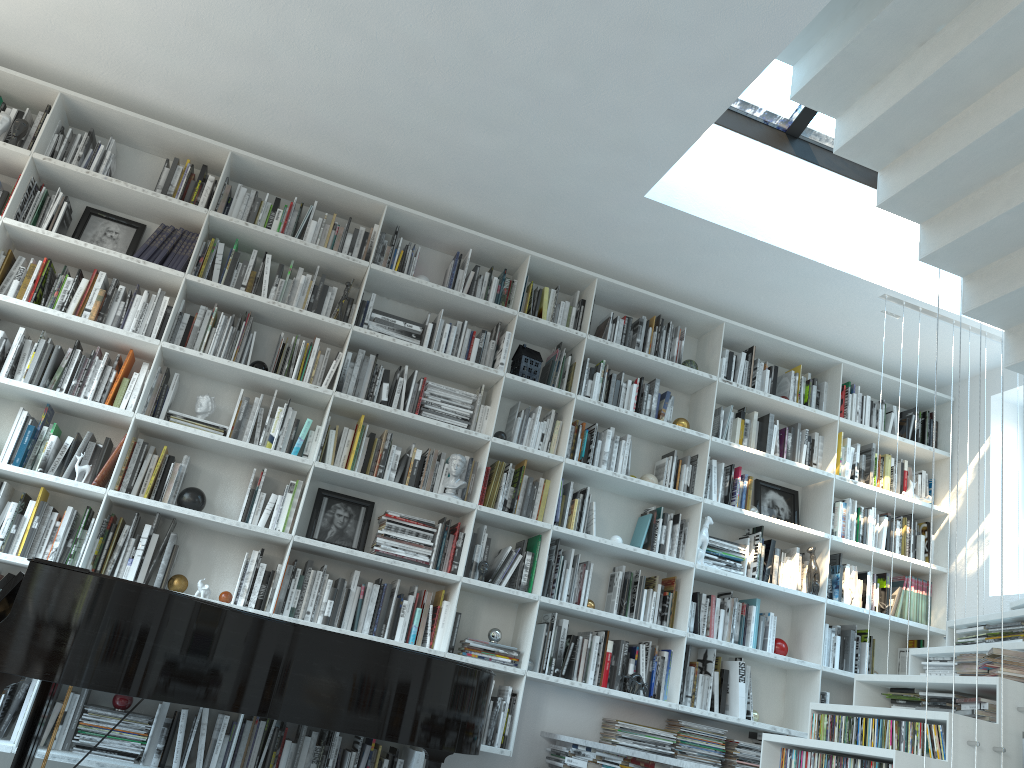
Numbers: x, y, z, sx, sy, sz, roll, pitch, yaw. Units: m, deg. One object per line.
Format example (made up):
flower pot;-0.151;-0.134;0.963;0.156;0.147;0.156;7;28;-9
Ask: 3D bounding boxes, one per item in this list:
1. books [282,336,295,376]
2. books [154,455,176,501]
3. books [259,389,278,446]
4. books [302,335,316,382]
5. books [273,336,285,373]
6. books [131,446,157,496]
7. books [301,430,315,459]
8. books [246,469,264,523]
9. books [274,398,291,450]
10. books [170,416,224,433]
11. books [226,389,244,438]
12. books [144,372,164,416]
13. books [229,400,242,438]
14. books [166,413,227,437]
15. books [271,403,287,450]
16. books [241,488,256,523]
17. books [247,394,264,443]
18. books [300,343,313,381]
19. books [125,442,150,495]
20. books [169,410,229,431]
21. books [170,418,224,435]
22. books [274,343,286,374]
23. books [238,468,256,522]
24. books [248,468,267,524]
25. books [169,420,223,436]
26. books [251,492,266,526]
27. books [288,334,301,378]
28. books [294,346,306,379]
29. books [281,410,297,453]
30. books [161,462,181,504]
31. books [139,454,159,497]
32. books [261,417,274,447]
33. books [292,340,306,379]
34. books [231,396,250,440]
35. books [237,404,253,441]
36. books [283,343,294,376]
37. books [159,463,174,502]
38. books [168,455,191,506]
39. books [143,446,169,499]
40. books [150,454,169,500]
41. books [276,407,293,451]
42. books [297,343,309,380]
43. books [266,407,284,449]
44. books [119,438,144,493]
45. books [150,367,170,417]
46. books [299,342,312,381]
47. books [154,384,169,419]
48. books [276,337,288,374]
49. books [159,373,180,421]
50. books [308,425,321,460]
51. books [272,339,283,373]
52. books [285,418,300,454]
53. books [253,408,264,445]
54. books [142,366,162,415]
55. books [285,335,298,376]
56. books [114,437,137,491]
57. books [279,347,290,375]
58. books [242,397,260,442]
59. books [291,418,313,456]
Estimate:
books;-1.173;-0.101;4.597;0.009;0.265;0.150;17;-21;-14
books;-1.669;0.476;4.256;0.028;0.247;0.143;17;-21;-14
books;-1.238;0.203;4.468;0.010;0.328;0.174;17;-21;-14
books;-1.070;-0.093;4.615;0.006;0.302;0.166;17;-21;-14
books;-1.211;-0.109;4.561;0.005;0.239;0.174;17;-21;-14
books;-1.753;0.435;4.217;0.036;0.262;0.167;17;-21;-14
books;-1.045;0.338;4.506;0.027;0.180;0.142;17;-21;-14
books;-1.269;0.574;4.357;0.011;0.290;0.156;17;-21;-14
books;-1.168;0.236;4.476;0.011;0.299;0.179;17;-21;-14
books;-1.551;0.216;4.359;0.254;0.012;0.161;18;-22;-17
books;-1.387;0.177;4.418;0.012;0.284;0.160;17;-21;-14
books;-1.749;0.084;4.330;0.024;0.256;0.134;17;-21;-14
books;-1.386;0.209;4.424;0.010;0.231;0.155;17;-21;-14
books;-1.549;0.205;4.365;0.285;0.012;0.160;16;-21;-12
books;-1.180;0.246;4.459;0.012;0.264;0.193;17;-21;-14
books;-1.292;0.614;4.324;0.025;0.185;0.154;17;-21;-14
books;-1.294;0.204;4.439;0.012;0.285;0.168;17;-21;-14
books;-1.079;-0.072;4.602;0.006;0.252;0.181;17;-21;-14
books;-1.782;0.423;4.218;0.026;0.274;0.155;17;-21;-14
books;-1.546;0.193;4.365;0.285;0.012;0.160;19;-22;-18
books;-1.552;0.226;4.351;0.254;0.012;0.161;19;-22;-19
books;-1.210;-0.090;4.575;0.013;0.215;0.150;17;-21;-14
books;-1.302;0.564;4.340;0.012;0.284;0.160;17;-21;-14
books;-1.257;0.573;4.358;0.012;0.297;0.166;17;-21;-14
books;-1.555;0.237;4.349;0.254;0.012;0.161;19;-22;-18
books;-1.250;0.634;4.349;0.030;0.182;0.155;17;-21;-14
books;-1.141;-0.102;4.608;0.033;0.286;0.155;17;-21;-14
books;-1.114;-0.068;4.610;0.011;0.235;0.131;17;-21;-14
books;-1.143;0.274;4.497;0.022;0.255;0.152;17;-21;-14
books;-1.629;0.495;4.238;0.028;0.215;0.175;17;-21;-14
books;-1.729;0.461;4.222;0.025;0.227;0.153;17;-21;-14
books;-1.239;0.276;4.461;0.025;0.188;0.140;17;-21;-14
books;-1.113;-0.085;4.575;0.013;0.243;0.189;17;-21;-14
books;-1.360;0.202;4.414;0.030;0.246;0.175;17;-21;-14
books;-1.346;0.227;4.444;0.024;0.226;0.138;17;-21;-14
books;-1.160;-0.085;4.561;0.006;0.215;0.181;17;-21;-14
books;-1.649;0.494;4.235;0.011;0.207;0.180;17;-21;-14
books;-1.603;0.484;4.267;0.028;0.265;0.145;17;-21;-14
books;-1.694;0.441;4.217;0.026;0.273;0.190;17;-21;-14
books;-1.684;0.467;4.235;0.014;0.243;0.153;17;-21;-14
books;-1.157;0.260;4.474;0.023;0.259;0.171;17;-21;-14
books;-1.096;-0.075;4.605;0.017;0.252;0.140;17;-21;-14
books;-1.203;0.252;4.460;0.028;0.246;0.170;17;-21;-14
books;-1.803;0.410;4.209;0.025;0.283;0.146;17;-21;-14
books;-1.735;0.075;4.358;0.011;0.296;0.136;17;-21;-14
books;-1.085;-0.078;4.609;0.004;0.264;0.142;17;-21;-14
books;-1.718;0.119;4.338;0.034;0.209;0.136;17;-21;-14
books;-1.192;-0.104;4.557;0.005;0.235;0.179;17;-21;-14
books;-1.685;0.094;4.351;0.021;0.276;0.137;17;-21;-14
books;-1.018;0.330;4.521;0.026;0.216;0.127;17;-21;-14
books;-1.223;-0.102;4.582;0.005;0.238;0.146;17;-21;-14
books;-1.124;0.298;4.497;0.026;0.218;0.150;17;-21;-14
books;-1.277;0.245;4.451;0.048;0.224;0.150;17;-21;-14
books;-1.764;0.068;4.336;0.012;0.284;0.160;17;-21;-14
books;-1.156;-0.104;4.592;0.005;0.274;0.157;17;-21;-14
books;-1.835;0.404;4.211;0.012;0.284;0.160;17;-21;-14
books;-1.186;-0.076;4.575;0.011;0.199;0.163;17;-21;-14
books;-1.316;0.211;4.442;0.022;0.266;0.151;17;-21;-14
books;-1.076;0.299;4.487;0.060;0.226;0.179;17;-21;-14
